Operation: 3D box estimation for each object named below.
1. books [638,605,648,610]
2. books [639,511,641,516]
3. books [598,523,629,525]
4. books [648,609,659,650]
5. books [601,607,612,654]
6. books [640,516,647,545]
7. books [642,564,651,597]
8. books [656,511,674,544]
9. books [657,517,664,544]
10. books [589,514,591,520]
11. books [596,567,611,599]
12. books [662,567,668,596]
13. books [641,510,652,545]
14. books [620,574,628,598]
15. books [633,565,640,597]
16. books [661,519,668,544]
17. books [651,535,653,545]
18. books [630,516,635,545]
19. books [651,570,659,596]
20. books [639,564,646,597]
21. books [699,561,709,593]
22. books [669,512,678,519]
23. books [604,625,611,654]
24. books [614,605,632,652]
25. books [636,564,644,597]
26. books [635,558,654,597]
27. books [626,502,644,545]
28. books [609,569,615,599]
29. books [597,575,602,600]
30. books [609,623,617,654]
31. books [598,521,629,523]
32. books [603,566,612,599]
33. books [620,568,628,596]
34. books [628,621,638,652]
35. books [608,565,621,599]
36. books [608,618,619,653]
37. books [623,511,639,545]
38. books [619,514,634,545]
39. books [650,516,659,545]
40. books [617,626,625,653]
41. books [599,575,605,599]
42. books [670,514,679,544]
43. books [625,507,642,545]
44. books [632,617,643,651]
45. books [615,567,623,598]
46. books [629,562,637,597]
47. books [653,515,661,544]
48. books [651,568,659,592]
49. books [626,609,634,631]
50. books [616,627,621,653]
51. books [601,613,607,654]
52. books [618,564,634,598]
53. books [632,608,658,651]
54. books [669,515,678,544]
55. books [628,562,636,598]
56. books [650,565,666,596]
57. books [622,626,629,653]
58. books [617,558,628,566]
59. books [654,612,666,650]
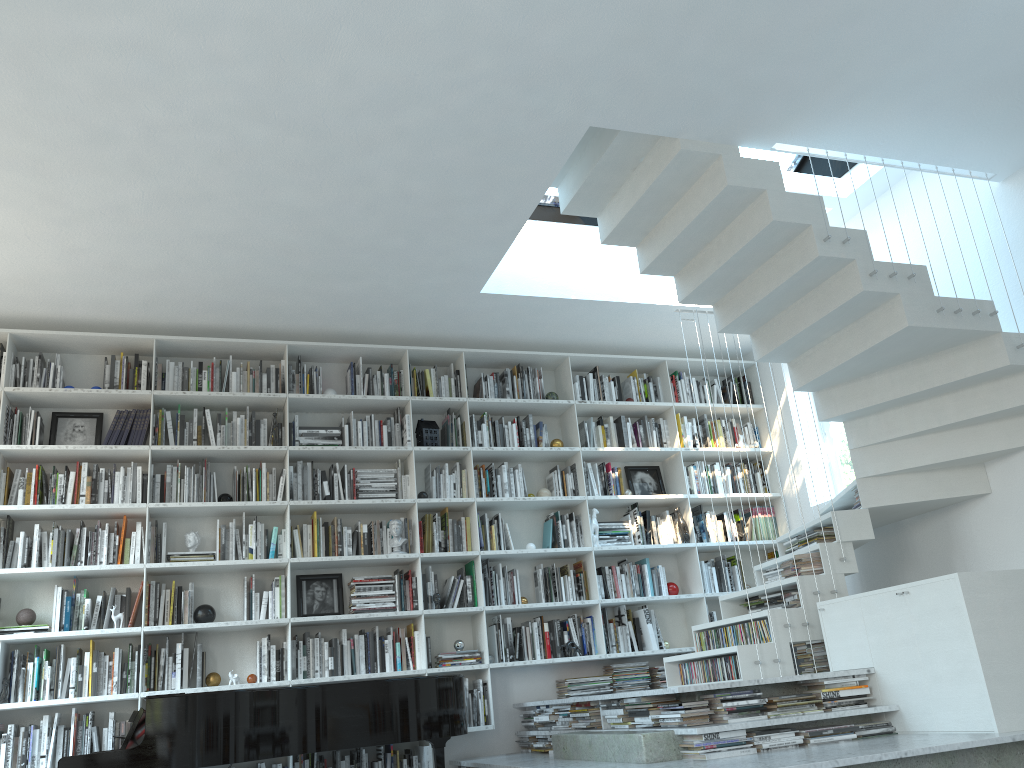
[{"bbox_3d":[0.972,1.779,6.441,0.012,0.325,0.137,1,-21,-20],"label":"books"},{"bbox_3d":[0.957,1.113,6.685,0.013,0.279,0.131,1,-21,-20],"label":"books"},{"bbox_3d":[0.709,1.060,6.611,0.285,0.012,0.160,2,-21,-21],"label":"books"},{"bbox_3d":[0.999,1.790,6.422,0.025,0.286,0.160,1,-21,-20],"label":"books"},{"bbox_3d":[0.664,1.770,6.333,0.013,0.326,0.131,1,-21,-20],"label":"books"},{"bbox_3d":[0.944,1.127,6.655,0.030,0.235,0.180,1,-21,-20],"label":"books"},{"bbox_3d":[0.957,1.464,6.523,0.023,0.243,0.190,1,-21,-20],"label":"books"},{"bbox_3d":[1.155,1.115,6.733,0.021,0.270,0.192,1,-21,-20],"label":"books"},{"bbox_3d":[1.100,1.142,6.738,0.028,0.234,0.129,1,-21,-20],"label":"books"},{"bbox_3d":[0.554,1.108,6.542,0.028,0.266,0.138,1,-21,-20],"label":"books"},{"bbox_3d":[0.643,1.458,6.418,0.047,0.243,0.178,1,-21,-20],"label":"books"},{"bbox_3d":[1.097,1.484,6.584,0.027,0.222,0.170,1,-21,-20],"label":"books"},{"bbox_3d":[0.995,1.109,6.686,0.059,0.281,0.168,1,-21,-20],"label":"books"},{"bbox_3d":[0.780,1.490,6.452,0.027,0.181,0.187,1,-21,-20],"label":"books"},{"bbox_3d":[0.879,1.468,6.514,0.026,0.245,0.166,1,-21,-20],"label":"books"},{"bbox_3d":[1.128,1.150,6.737,0.025,0.212,0.156,1,-21,-20],"label":"books"},{"bbox_3d":[1.019,1.121,6.721,0.010,0.277,0.129,1,-21,-20],"label":"books"},{"bbox_3d":[0.871,1.129,6.658,0.023,0.246,0.138,1,-21,-20],"label":"books"},{"bbox_3d":[1.016,1.489,6.543,0.030,0.200,0.190,1,-21,-20],"label":"books"},{"bbox_3d":[0.932,1.468,6.540,0.012,0.253,0.161,1,-21,-20],"label":"books"},{"bbox_3d":[1.416,1.476,6.694,0.024,0.251,0.176,1,-21,-20],"label":"books"},{"bbox_3d":[1.276,1.125,6.811,0.029,0.282,0.139,1,-21,-20],"label":"books"},{"bbox_3d":[0.647,1.823,6.307,0.033,0.212,0.140,1,-21,-20],"label":"books"},{"bbox_3d":[0.793,1.764,6.361,0.014,0.332,0.169,1,-21,-20],"label":"books"},{"bbox_3d":[0.905,1.460,6.504,0.014,0.248,0.177,1,-21,-20],"label":"books"},{"bbox_3d":[0.977,1.445,6.542,0.026,0.289,0.182,1,-21,-20],"label":"books"},{"bbox_3d":[0.923,1.075,6.659,0.010,0.338,0.180,1,-21,-20],"label":"books"},{"bbox_3d":[0.694,1.469,6.431,0.011,0.222,0.163,1,-21,-20],"label":"books"},{"bbox_3d":[0.598,1.485,6.397,0.023,0.186,0.160,1,-21,-20],"label":"books"},{"bbox_3d":[0.689,1.820,6.311,0.023,0.213,0.164,1,-21,-20],"label":"books"},{"bbox_3d":[0.708,1.049,6.615,0.285,0.012,0.160,1,-21,-18],"label":"books"},{"bbox_3d":[0.673,1.461,6.440,0.024,0.246,0.144,1,-21,-20],"label":"books"},{"bbox_3d":[0.793,1.471,6.475,0.012,0.228,0.179,1,-21,-20],"label":"books"},{"bbox_3d":[0.829,1.819,6.352,0.052,0.216,0.185,1,-21,-20],"label":"books"},{"bbox_3d":[0.720,1.457,6.439,0.045,0.245,0.186,1,-21,-20],"label":"books"},{"bbox_3d":[0.709,1.803,6.313,0.015,0.242,0.157,1,-21,-20],"label":"books"},{"bbox_3d":[0.896,1.110,6.666,0.012,0.284,0.160,1,-21,-20],"label":"books"},{"bbox_3d":[0.860,1.119,6.638,0.012,0.253,0.161,1,-21,-20],"label":"books"},{"bbox_3d":[1.047,1.131,6.704,0.031,0.241,0.147,1,-21,-20],"label":"books"},{"bbox_3d":[0.752,1.834,6.330,0.030,0.187,0.140,1,-21,-20],"label":"books"},{"bbox_3d":[0.620,1.486,6.402,0.022,0.183,0.163,1,-21,-20],"label":"books"},{"bbox_3d":[1.210,1.131,6.767,0.024,0.254,0.145,1,-21,-20],"label":"books"},{"bbox_3d":[0.915,1.094,6.649,0.011,0.299,0.184,1,-21,-20],"label":"books"},{"bbox_3d":[0.875,1.811,6.376,0.031,0.238,0.172,1,-21,-20],"label":"books"},{"bbox_3d":[0.748,1.466,6.463,0.026,0.238,0.178,1,-21,-20],"label":"books"},{"bbox_3d":[0.861,1.454,6.509,0.011,0.271,0.152,1,-21,-20],"label":"books"},{"bbox_3d":[1.071,1.134,6.731,0.031,0.249,0.133,1,-21,-20],"label":"books"},{"bbox_3d":[1.041,1.487,6.571,0.037,0.218,0.140,1,-21,-20],"label":"books"},{"bbox_3d":[0.847,1.787,6.396,0.010,0.303,0.132,1,-21,-20],"label":"books"},{"bbox_3d":[0.725,1.823,6.324,0.025,0.209,0.137,1,-21,-20],"label":"books"},{"bbox_3d":[0.625,1.784,6.301,0.015,0.285,0.138,1,-21,-20],"label":"books"},{"bbox_3d":[0.818,1.452,6.466,0.028,0.254,0.192,1,-21,-20],"label":"books"},{"bbox_3d":[0.936,1.774,6.365,0.075,0.290,0.256,1,-21,-20],"label":"books"},{"bbox_3d":[1.185,1.132,6.740,0.041,0.238,0.177,1,-21,-20],"label":"books"},{"bbox_3d":[0.847,1.451,6.482,0.012,0.261,0.187,1,-21,-20],"label":"books"},{"bbox_3d":[1.073,1.477,6.576,0.025,0.234,0.182,1,-21,-20],"label":"books"},{"bbox_3d":[0.780,1.834,6.333,0.024,0.184,0.149,1,-21,-20],"label":"books"},{"bbox_3d":[0.828,1.439,6.499,0.013,0.298,0.148,1,-21,-20],"label":"books"},{"bbox_3d":[1.037,1.801,6.443,0.062,0.273,0.148,1,-21,-20],"label":"books"}]
